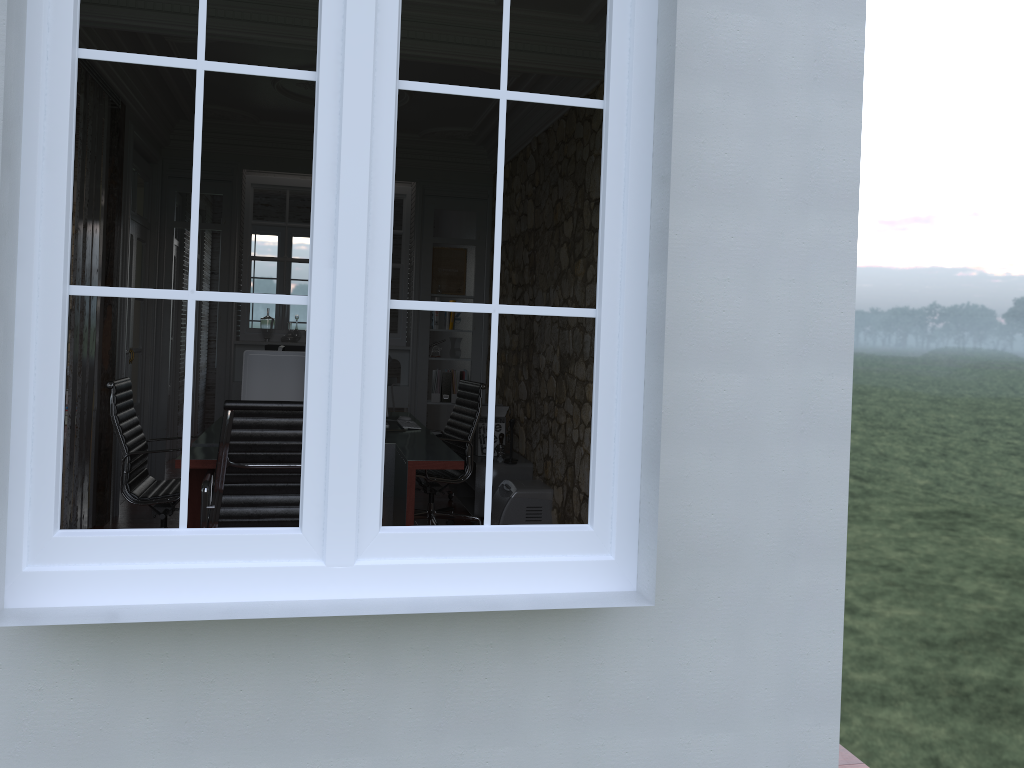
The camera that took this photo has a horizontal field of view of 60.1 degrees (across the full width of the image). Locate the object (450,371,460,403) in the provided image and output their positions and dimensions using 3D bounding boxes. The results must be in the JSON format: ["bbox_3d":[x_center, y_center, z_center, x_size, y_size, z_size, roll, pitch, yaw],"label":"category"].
[{"bbox_3d":[-0.511,0.026,8.012,0.078,0.278,0.239,2,1,-7],"label":"object"}]

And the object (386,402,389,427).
[{"bbox_3d":[-0.879,0.019,5.671,0.189,0.485,0.484,2,1,-13],"label":"object"}]

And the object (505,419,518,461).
[{"bbox_3d":[0.001,0.394,6.233,0.095,0.289,0.095,2,0,37],"label":"object"}]

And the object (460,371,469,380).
[{"bbox_3d":[-0.428,0.027,8.047,0.078,0.278,0.239,2,1,-9],"label":"object"}]

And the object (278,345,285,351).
[{"bbox_3d":[-1.452,0.006,5.517,0.189,0.485,0.484,2,1,-13],"label":"object"}]

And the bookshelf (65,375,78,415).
[{"bbox_3d":[-6.389,0.154,12.323,1.399,0.550,0.400,2,1,-13],"label":"bookshelf"}]

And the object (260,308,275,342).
[{"bbox_3d":[-2.127,-0.502,7.705,0.129,0.315,0.129,2,0,12],"label":"object"}]

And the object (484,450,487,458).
[{"bbox_3d":[-0.161,0.452,6.295,0.048,0.153,0.088,2,1,-18],"label":"object"}]

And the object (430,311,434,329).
[{"bbox_3d":[-0.754,-0.623,8.017,0.078,0.249,0.115,2,0,-13],"label":"object"}]

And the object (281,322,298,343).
[{"bbox_3d":[-1.926,-0.433,7.668,0.148,0.200,0.148,2,1,-30],"label":"object"}]

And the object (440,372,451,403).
[{"bbox_3d":[-0.600,0.022,8.030,0.078,0.278,0.245,2,1,-8],"label":"object"}]

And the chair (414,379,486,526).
[{"bbox_3d":[-0.533,0.490,5.787,0.698,1.023,0.666,2,1,-17],"label":"chair"}]

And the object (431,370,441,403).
[{"bbox_3d":[-0.685,0.020,7.998,0.078,0.278,0.239,2,1,-5],"label":"object"}]

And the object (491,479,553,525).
[{"bbox_3d":[0.041,0.830,5.781,0.362,0.387,0.401,2,2,-13],"label":"object"}]

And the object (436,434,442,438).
[{"bbox_3d":[-0.579,0.474,8.071,0.294,0.040,0.237,4,4,33],"label":"object"}]

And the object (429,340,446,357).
[{"bbox_3d":[-0.691,-0.326,7.950,0.177,0.161,0.092,3,1,15],"label":"object"}]

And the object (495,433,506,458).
[{"bbox_3d":[-0.077,0.440,6.371,0.048,0.175,0.088,2,0,-39],"label":"object"}]

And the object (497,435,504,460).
[{"bbox_3d":[-0.080,0.445,6.266,0.048,0.175,0.088,2,1,-2],"label":"object"}]

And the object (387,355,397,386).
[{"bbox_3d":[-1.137,-0.124,7.853,0.167,0.272,0.188,2,1,22],"label":"object"}]

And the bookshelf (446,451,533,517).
[{"bbox_3d":[-0.205,0.737,6.675,0.436,0.459,1.196,2,3,-13],"label":"bookshelf"}]

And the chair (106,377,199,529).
[{"bbox_3d":[-1.868,0.492,4.833,0.698,1.023,0.666,2,1,-18],"label":"chair"}]

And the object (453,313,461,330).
[{"bbox_3d":[-0.493,-0.616,8.076,0.078,0.249,0.115,2,0,-13],"label":"object"}]

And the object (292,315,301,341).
[{"bbox_3d":[-1.898,-0.475,7.796,0.088,0.271,0.088,2,0,-18],"label":"object"}]

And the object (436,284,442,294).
[{"bbox_3d":[-0.649,-0.844,7.905,0.056,0.090,0.056,2,1,-10],"label":"object"}]

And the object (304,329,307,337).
[{"bbox_3d":[-1.798,-0.433,7.865,0.094,0.188,0.094,2,1,-38],"label":"object"}]

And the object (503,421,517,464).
[{"bbox_3d":[-0.006,0.399,6.124,0.095,0.289,0.095,2,0,-17],"label":"object"}]

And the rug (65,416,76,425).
[{"bbox_3d":[-5.930,0.476,11.631,1.067,0.016,1.070,1,3,-13],"label":"rug"}]

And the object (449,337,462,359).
[{"bbox_3d":[-0.512,-0.326,8.018,0.063,0.188,0.126,2,1,-40],"label":"object"}]

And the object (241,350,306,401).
[{"bbox_3d":[-1.100,0.079,4.429,0.483,0.485,0.190,2,0,-13],"label":"object"}]

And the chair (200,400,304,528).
[{"bbox_3d":[-1.108,0.565,4.020,0.665,1.023,0.700,2,1,-9],"label":"chair"}]

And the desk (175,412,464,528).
[{"bbox_3d":[-1.147,0.636,5.294,1.300,0.727,2.511,2,3,-13],"label":"desk"}]
